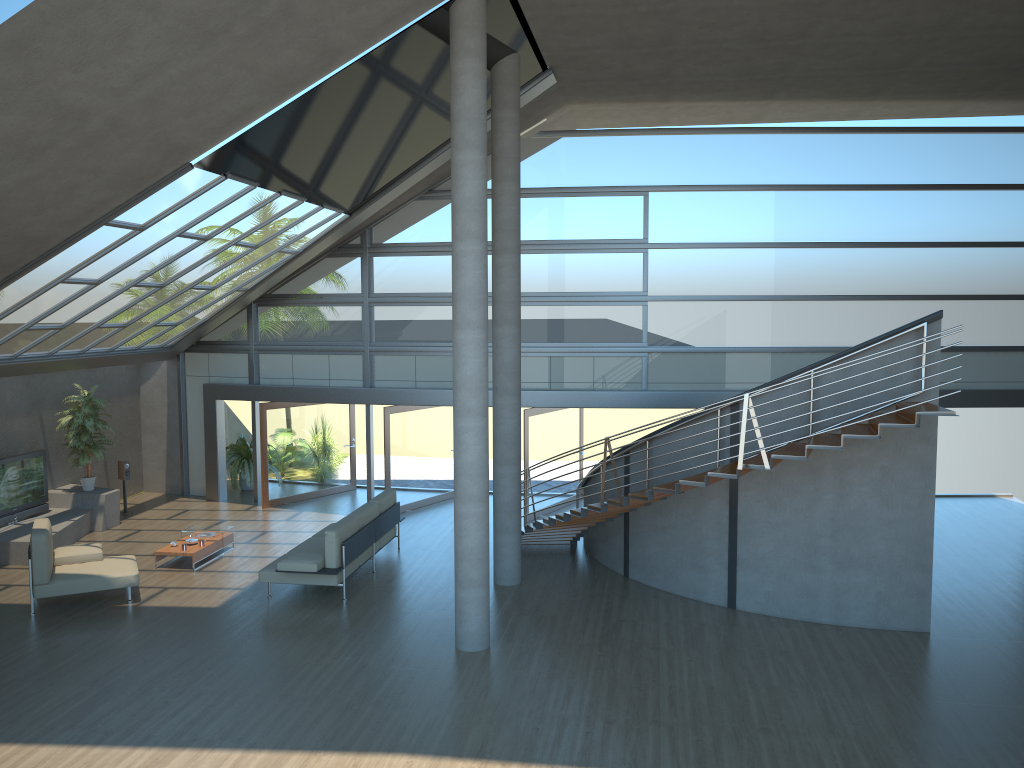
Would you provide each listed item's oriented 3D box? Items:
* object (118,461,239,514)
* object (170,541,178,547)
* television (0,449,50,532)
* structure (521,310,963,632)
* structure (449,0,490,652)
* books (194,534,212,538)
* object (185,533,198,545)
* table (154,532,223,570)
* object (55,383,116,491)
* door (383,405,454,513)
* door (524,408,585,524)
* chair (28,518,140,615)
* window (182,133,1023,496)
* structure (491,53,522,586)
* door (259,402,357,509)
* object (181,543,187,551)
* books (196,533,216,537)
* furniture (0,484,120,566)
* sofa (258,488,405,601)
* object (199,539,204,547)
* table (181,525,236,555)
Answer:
[{"bbox_3d":[-9.051,2.073,13.974,7.863,0.982,21.345,1,5,12],"label":"object"},{"bbox_3d":[-4.925,2.321,12.921,0.102,0.086,0.100,1,5,13],"label":"object"},{"bbox_3d":[-7.818,1.668,13.851,0.396,1.063,1.568,1,5,9],"label":"television"},{"bbox_3d":[2.041,0.912,11.154,2.349,3.653,6.809,-5,6,-42],"label":"structure"},{"bbox_3d":[-0.445,-0.689,9.432,0.381,7.125,0.382,1,5,9],"label":"structure"},{"bbox_3d":[-4.692,2.312,13.512,0.275,0.005,0.189,-1,5,-10],"label":"books"},{"bbox_3d":[-4.706,2.275,13.020,0.178,0.161,0.178,-4,6,-39],"label":"object"},{"bbox_3d":[-4.707,2.466,13.196,0.600,0.250,1.200,1,5,9],"label":"table"},{"bbox_3d":[-7.284,0.901,15.153,0.932,1.857,0.895,-3,6,-32],"label":"object"},{"bbox_3d":[-1.625,1.308,16.627,0.200,1.977,2.298,3,6,33],"label":"door"},{"bbox_3d":[0.789,1.336,16.180,0.200,1.977,2.298,3,5,30],"label":"door"},{"bbox_3d":[-5.487,2.238,11.385,1.244,1.023,1.217,-2,5,-25],"label":"chair"},{"bbox_3d":[1.607,-0.974,15.899,16.616,6.630,1.098,0,5,7],"label":"window"},{"bbox_3d":[-0.073,-0.878,11.720,0.381,7.125,0.382,-4,6,-37],"label":"structure"},{"bbox_3d":[-3.932,1.259,17.303,0.200,1.977,2.298,3,6,38],"label":"door"},{"bbox_3d":[-4.704,2.331,12.706,0.085,0.101,0.070,0,5,8],"label":"object"},{"bbox_3d":[-4.667,2.304,13.559,0.275,0.005,0.189,-1,5,-8],"label":"books"},{"bbox_3d":[-7.334,2.212,14.286,1.577,0.610,2.936,1,5,9],"label":"furniture"},{"bbox_3d":[-2.480,2.184,12.530,1.166,0.947,3.079,1,5,9],"label":"sofa"},{"bbox_3d":[-4.516,2.312,12.927,0.070,0.101,0.085,3,6,37],"label":"object"},{"bbox_3d":[-4.643,2.380,13.585,0.680,0.342,0.400,1,5,9],"label":"table"}]
